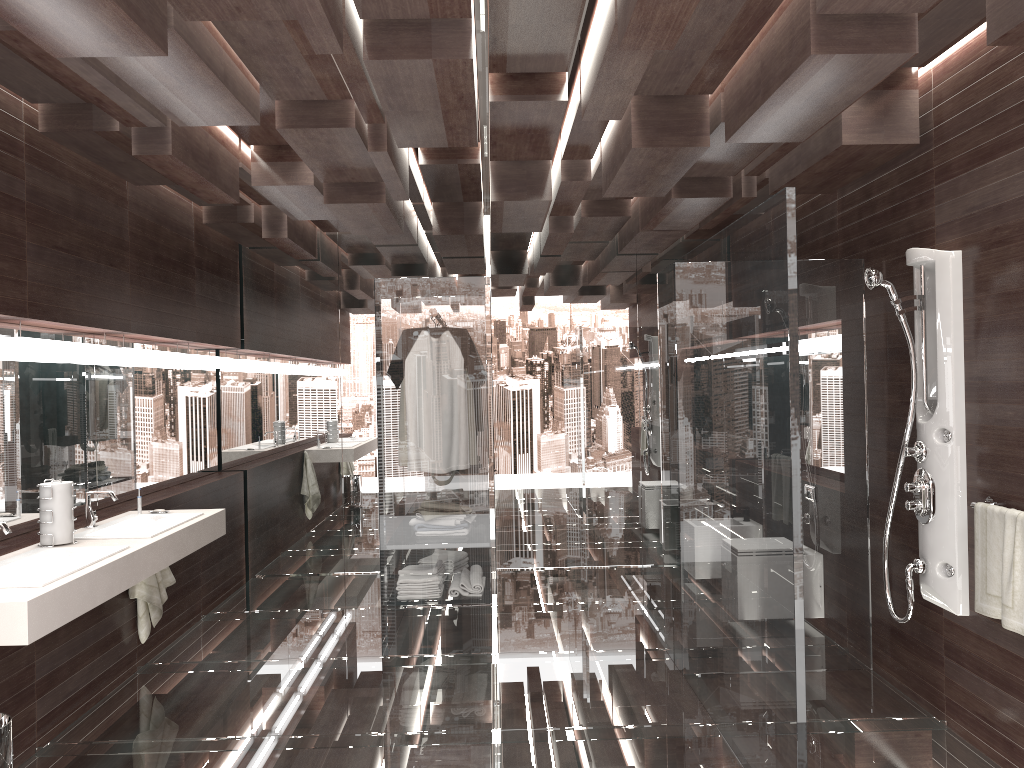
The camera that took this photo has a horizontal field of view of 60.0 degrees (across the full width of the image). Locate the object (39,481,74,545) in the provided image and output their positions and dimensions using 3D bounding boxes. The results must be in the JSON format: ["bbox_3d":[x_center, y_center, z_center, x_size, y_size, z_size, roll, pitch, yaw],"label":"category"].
[{"bbox_3d":[-1.847,0.523,3.599,0.124,0.246,0.128,-1,0,-20],"label":"object"}]

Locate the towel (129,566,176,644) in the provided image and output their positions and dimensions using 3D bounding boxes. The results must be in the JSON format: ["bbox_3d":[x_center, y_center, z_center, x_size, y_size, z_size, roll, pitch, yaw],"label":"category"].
[{"bbox_3d":[-1.876,1.004,4.641,0.156,0.678,0.368,-1,0,-1],"label":"towel"}]

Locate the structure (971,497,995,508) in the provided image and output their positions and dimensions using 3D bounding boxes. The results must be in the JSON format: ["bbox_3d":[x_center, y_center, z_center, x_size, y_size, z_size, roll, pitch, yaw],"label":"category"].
[{"bbox_3d":[1.758,0.453,3.114,0.071,0.061,0.455,-1,0,-1],"label":"structure"}]

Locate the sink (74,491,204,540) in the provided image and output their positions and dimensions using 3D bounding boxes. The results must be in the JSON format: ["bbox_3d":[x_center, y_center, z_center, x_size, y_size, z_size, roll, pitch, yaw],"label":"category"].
[{"bbox_3d":[-1.733,0.583,4.045,0.427,0.193,0.681,-1,0,-1],"label":"sink"}]

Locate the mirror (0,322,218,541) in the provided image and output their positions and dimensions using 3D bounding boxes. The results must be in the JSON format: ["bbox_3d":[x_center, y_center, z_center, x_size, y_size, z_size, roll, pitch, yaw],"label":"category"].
[{"bbox_3d":[-0.102,0.155,4.146,4.126,0.916,5.081,-1,0,-1],"label":"mirror"}]

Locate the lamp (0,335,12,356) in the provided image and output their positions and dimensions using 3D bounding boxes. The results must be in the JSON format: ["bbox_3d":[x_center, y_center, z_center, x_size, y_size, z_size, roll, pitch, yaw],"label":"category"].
[{"bbox_3d":[-2.033,-0.152,3.071,0.082,0.082,0.950,-1,0,-1],"label":"lamp"}]

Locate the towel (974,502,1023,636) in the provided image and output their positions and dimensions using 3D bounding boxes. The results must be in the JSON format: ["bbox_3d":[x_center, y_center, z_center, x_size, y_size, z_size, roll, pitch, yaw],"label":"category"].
[{"bbox_3d":[1.730,0.641,3.111,0.097,0.414,0.352,-1,0,-9],"label":"towel"}]

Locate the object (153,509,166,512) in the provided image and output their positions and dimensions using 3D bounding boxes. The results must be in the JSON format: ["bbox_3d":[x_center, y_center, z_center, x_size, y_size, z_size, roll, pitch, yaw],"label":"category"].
[{"bbox_3d":[-1.768,0.637,4.447,0.066,0.016,0.035,-1,0,18],"label":"object"}]

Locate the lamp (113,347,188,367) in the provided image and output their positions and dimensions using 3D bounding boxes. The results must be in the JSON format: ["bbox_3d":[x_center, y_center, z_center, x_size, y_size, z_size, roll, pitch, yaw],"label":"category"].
[{"bbox_3d":[-2.079,-0.151,5.137,0.082,0.082,0.950,-1,0,-1],"label":"lamp"}]

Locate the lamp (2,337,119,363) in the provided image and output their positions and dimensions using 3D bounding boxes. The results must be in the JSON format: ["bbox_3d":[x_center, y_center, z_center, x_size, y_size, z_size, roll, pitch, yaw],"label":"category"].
[{"bbox_3d":[-2.056,-0.152,4.099,0.082,0.082,0.950,-1,0,-1],"label":"lamp"}]

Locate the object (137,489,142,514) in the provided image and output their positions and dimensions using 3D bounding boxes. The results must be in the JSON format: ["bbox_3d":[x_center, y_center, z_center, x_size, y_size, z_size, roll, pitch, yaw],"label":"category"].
[{"bbox_3d":[-1.855,0.585,4.416,0.022,0.132,0.022,-1,0,36],"label":"object"}]

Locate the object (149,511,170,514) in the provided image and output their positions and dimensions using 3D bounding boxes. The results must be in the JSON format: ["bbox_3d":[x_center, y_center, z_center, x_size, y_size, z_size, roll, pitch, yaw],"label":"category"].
[{"bbox_3d":[-1.768,0.644,4.447,0.108,0.011,0.065,-1,0,20],"label":"object"}]

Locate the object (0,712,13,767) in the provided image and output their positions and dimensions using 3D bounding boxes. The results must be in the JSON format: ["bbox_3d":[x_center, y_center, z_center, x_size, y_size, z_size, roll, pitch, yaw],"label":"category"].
[{"bbox_3d":[-1.730,1.270,2.835,0.237,0.358,0.237,-1,0,31],"label":"object"}]

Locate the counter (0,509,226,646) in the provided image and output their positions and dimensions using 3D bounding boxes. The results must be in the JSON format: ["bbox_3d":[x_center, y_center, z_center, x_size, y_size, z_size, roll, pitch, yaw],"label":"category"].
[{"bbox_3d":[-1.700,0.714,3.597,0.488,0.131,1.954,-1,0,-1],"label":"counter"}]

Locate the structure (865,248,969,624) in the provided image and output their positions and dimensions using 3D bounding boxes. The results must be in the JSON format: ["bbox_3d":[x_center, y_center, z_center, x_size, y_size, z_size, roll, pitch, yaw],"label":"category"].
[{"bbox_3d":[1.665,0.226,3.685,0.354,1.560,0.323,-1,0,19],"label":"structure"}]

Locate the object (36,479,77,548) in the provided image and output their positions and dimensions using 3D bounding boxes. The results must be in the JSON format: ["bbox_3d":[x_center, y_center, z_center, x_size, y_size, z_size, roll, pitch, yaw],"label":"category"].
[{"bbox_3d":[-1.852,0.521,3.604,0.136,0.261,0.145,-1,0,42],"label":"object"}]

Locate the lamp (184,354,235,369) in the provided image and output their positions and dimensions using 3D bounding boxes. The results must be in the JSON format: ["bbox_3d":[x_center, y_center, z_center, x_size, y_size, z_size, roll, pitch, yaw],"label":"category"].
[{"bbox_3d":[-2.102,-0.151,6.145,0.082,0.082,0.950,-1,0,-1],"label":"lamp"}]

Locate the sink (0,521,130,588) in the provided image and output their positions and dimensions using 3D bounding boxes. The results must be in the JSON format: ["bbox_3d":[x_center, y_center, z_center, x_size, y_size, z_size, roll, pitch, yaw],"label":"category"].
[{"bbox_3d":[-1.712,0.582,3.147,0.427,0.193,0.681,-1,0,-1],"label":"sink"}]
